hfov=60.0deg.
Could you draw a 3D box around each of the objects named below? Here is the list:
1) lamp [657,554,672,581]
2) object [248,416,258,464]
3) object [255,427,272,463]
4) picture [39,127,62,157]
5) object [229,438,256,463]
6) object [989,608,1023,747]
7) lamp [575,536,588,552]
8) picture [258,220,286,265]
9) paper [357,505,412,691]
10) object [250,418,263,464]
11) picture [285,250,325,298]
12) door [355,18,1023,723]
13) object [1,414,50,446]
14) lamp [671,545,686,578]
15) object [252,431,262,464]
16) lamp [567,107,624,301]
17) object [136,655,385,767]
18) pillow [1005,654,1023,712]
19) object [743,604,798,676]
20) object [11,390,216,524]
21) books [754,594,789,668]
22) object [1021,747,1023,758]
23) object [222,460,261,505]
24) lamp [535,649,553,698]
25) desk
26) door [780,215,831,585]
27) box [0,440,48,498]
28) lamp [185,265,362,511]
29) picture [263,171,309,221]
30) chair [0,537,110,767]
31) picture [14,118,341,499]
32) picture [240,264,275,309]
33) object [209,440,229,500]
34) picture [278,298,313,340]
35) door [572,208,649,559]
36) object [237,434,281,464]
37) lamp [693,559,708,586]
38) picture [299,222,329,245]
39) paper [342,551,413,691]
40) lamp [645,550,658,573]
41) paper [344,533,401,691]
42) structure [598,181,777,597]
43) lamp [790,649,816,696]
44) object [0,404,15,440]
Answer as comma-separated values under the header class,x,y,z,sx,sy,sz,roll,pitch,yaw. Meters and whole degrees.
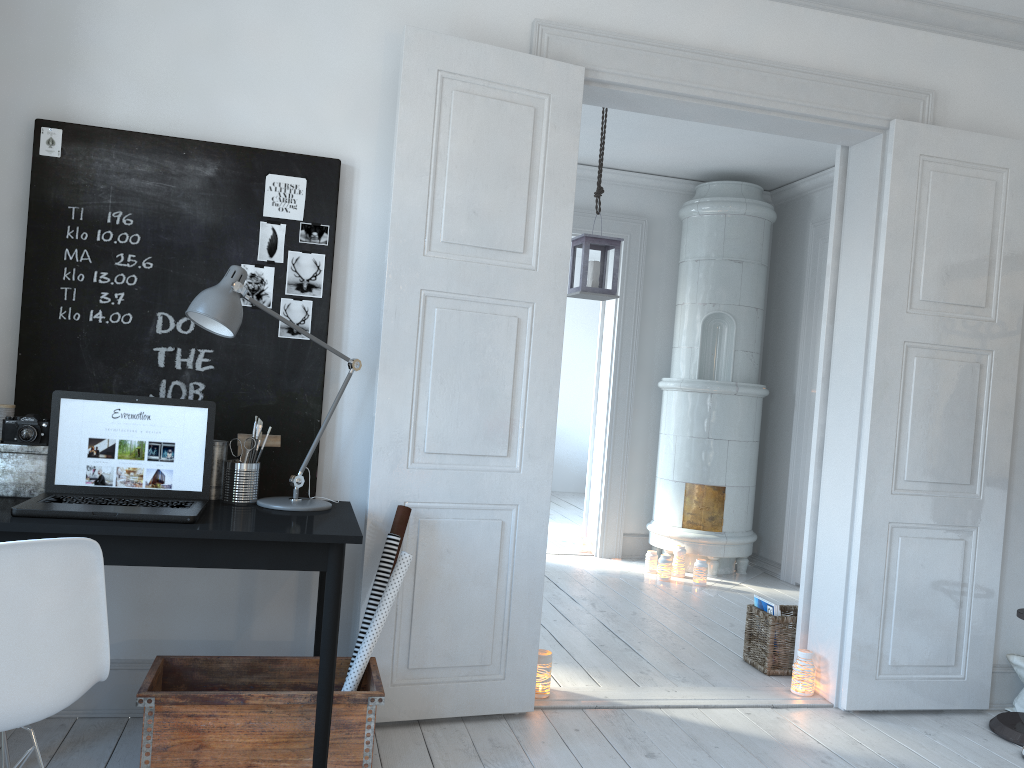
class,x,y,z,sx,sy,sz,roll,pitch,yaw
lamp,1.007,1.211,5.842,0.089,0.166,0.089,4,0,-12
object,-0.821,0.234,2.782,0.008,0.267,0.060,5,1,3
object,-0.800,0.251,2.772,0.084,0.240,0.009,4,1,-36
picture,-1.456,-0.763,2.799,0.061,0.088,0.004,4,1,-17
object,-0.854,0.265,2.771,0.081,0.198,0.050,5,1,12
object,2.112,0.536,3.401,0.374,1.659,0.374,4,1,-6
lamp,0.519,1.196,6.610,0.093,0.110,0.093,5,0,4
picture,-0.802,-0.473,2.961,0.083,0.146,0.002,4,1,-13
paper,-0.451,0.768,2.840,0.048,0.747,0.297,5,1,32
object,-0.817,0.237,2.783,0.012,0.264,0.062,5,1,29
picture,-0.696,-0.372,2.988,0.121,0.153,0.002,4,1,-13
door,0.751,0.006,3.517,2.599,2.506,0.577,4,1,-13
object,-1.381,0.129,2.520,0.137,0.087,0.073,5,0,-13
lamp,1.132,1.199,6.008,0.098,0.210,0.098,4,1,-9
object,-0.813,0.260,2.774,0.009,0.222,0.082,5,1,16
lamp,0.501,-1.347,4.797,0.228,1.762,0.228,4,1,-17
object,-0.734,0.996,2.617,0.665,0.282,0.339,5,0,-13
pillow,2.248,1.222,3.634,0.317,0.314,0.273,4,0,-13
object,1.242,1.171,4.068,0.270,0.265,0.223,4,0,-13
object,-1.068,0.193,2.425,0.446,0.315,0.325,5,0,-13
books,1.232,1.137,4.065,0.201,0.300,0.179,4,0,-13
object,1.875,1.285,3.136,0.099,0.126,0.272,5,0,19
object,-0.844,0.306,2.763,0.108,0.128,0.108,5,0,2
lamp,0.107,1.114,3.411,0.089,0.166,0.089,4,0,-21
desk,-1.061,0.731,2.531,1.160,0.759,0.650,5,0,-13
door,2.302,0.141,5.434,0.306,2.506,1.598,4,0,-13
box,-1.469,0.242,2.597,0.317,0.152,0.193,5,0,-13
lamp,-0.721,0.022,2.715,0.617,0.716,0.230,4,1,-43
picture,-0.757,-0.630,2.966,0.148,0.154,0.004,4,1,-13
chair,-1.123,0.688,1.858,0.553,0.824,0.474,5,1,42
picture,-1.093,-0.218,2.931,0.953,1.172,0.064,4,1,-13
picture,-0.851,-0.324,2.953,0.107,0.150,0.001,4,1,-13
object,-0.946,0.274,2.812,0.079,0.188,0.079,4,1,-34
picture,-0.729,-0.221,2.985,0.103,0.136,0.001,4,1,-13
door,0.057,-0.030,6.450,2.599,2.506,0.577,4,1,-13
object,-0.808,0.266,2.825,0.138,0.209,0.034,4,1,-33
lamp,1.228,1.228,5.778,0.089,0.166,0.089,4,0,-14
picture,-0.667,-0.509,2.992,0.095,0.071,0.001,5,1,-13
paper,-0.452,0.827,2.709,0.283,0.627,0.041,4,1,-35
lamp,0.954,1.218,6.068,0.084,0.146,0.084,4,0,-9
paper,-0.464,0.809,2.766,0.043,0.669,0.266,5,1,32
structure,1.335,-0.011,6.195,0.800,2.828,1.248,5,1,32
lamp,1.213,1.200,3.687,0.093,0.180,0.092,4,1,-30
object,-1.489,0.126,2.564,0.056,0.130,0.167,4,0,-15
